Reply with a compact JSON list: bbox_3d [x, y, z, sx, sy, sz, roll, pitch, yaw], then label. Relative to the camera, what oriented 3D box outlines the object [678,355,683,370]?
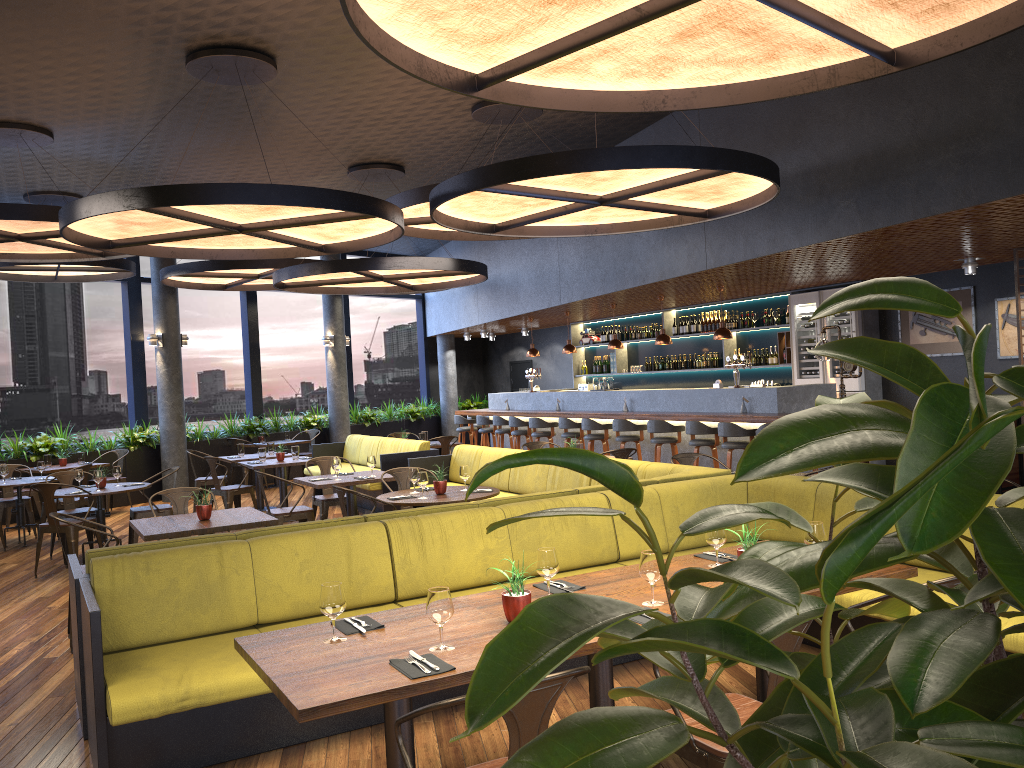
[{"bbox_3d":[2.829,-0.364,14.908,0.063,0.254,0.063,-3,0,33],"label":"object"}]

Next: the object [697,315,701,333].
[{"bbox_3d":[3.085,-0.983,14.597,0.085,0.310,0.086,-3,0,12],"label":"object"}]

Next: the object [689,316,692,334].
[{"bbox_3d":[2.991,-0.980,14.762,0.085,0.310,0.086,-3,0,-18],"label":"object"}]

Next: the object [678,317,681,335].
[{"bbox_3d":[2.851,-0.974,15.013,0.085,0.310,0.086,-3,0,-14],"label":"object"}]

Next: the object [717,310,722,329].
[{"bbox_3d":[3.276,-1.000,14.026,0.084,0.330,0.084,-3,0,-22],"label":"object"}]

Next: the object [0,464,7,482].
[{"bbox_3d":[-6.107,1.062,10.641,0.097,0.206,0.097,-3,1,-42],"label":"object"}]

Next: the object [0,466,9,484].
[{"bbox_3d":[-5.891,1.053,10.284,0.097,0.206,0.097,-3,0,29],"label":"object"}]

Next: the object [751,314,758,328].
[{"bbox_3d":[3.650,-0.952,13.354,0.097,0.206,0.097,-3,0,30],"label":"object"}]

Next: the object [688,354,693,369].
[{"bbox_3d":[2.987,-0.372,14.849,0.063,0.254,0.063,-3,0,33],"label":"object"}]

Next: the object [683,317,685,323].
[{"bbox_3d":[2.899,-0.976,14.926,0.085,0.310,0.086,-3,0,-2],"label":"object"}]

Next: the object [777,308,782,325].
[{"bbox_3d":[3.946,-0.990,13.103,0.063,0.254,0.063,-3,0,-21],"label":"object"}]

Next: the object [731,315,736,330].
[{"bbox_3d":[3.431,-0.953,13.746,0.056,0.227,0.056,-3,1,-42],"label":"object"}]

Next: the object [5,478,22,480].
[{"bbox_3d":[-6.081,1.154,10.815,0.157,0.019,0.255,-3,1,-42],"label":"object"}]

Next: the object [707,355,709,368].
[{"bbox_3d":[3.221,-0.367,14.502,0.088,0.224,0.088,-3,0,-34],"label":"object"}]

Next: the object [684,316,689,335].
[{"bbox_3d":[2.895,-0.974,14.741,0.085,0.310,0.086,-3,0,-2],"label":"object"}]

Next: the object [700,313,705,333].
[{"bbox_3d":[3.091,-0.993,14.365,0.084,0.330,0.084,-3,0,-22],"label":"object"}]

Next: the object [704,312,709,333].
[{"bbox_3d":[3.137,-0.995,14.283,0.084,0.330,0.084,-3,0,-22],"label":"object"}]

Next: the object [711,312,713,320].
[{"bbox_3d":[3.230,-1.000,14.295,0.084,0.330,0.084,-3,0,-22],"label":"object"}]

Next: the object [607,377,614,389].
[{"bbox_3d":[1.523,-0.007,13.718,0.105,0.209,0.105,-3,0,6],"label":"object"}]

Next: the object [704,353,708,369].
[{"bbox_3d":[3.125,-0.375,14.314,0.063,0.254,0.063,-3,1,-36],"label":"object"}]

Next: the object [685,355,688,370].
[{"bbox_3d":[2.926,-0.370,14.959,0.063,0.254,0.063,-3,1,-42],"label":"object"}]

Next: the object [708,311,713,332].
[{"bbox_3d":[3.182,-0.996,14.201,0.084,0.330,0.084,-3,0,-22],"label":"object"}]

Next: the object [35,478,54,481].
[{"bbox_3d":[-5.560,1.128,10.554,0.255,0.019,0.157,-3,0,2],"label":"object"}]

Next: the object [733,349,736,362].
[{"bbox_3d":[3.489,-0.405,13.853,0.079,0.281,0.079,-3,0,-25],"label":"object"}]

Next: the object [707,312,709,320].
[{"bbox_3d":[3.186,-0.998,14.379,0.084,0.330,0.084,-3,0,-22],"label":"object"}]

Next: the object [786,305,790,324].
[{"bbox_3d":[4.008,-1.004,12.848,0.079,0.281,0.079,-3,0,-20],"label":"object"}]

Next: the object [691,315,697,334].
[{"bbox_3d":[2.991,-0.978,14.572,0.085,0.310,0.086,-3,0,5],"label":"object"}]

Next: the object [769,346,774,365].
[{"bbox_3d":[3.856,-0.420,13.187,0.079,0.281,0.079,-3,0,35],"label":"object"}]

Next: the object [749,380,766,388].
[{"bbox_3d":[2.987,-0.005,10.797,0.177,0.091,0.091,-3,1,36],"label":"object"}]

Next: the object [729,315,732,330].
[{"bbox_3d":[3.401,-0.952,13.800,0.056,0.227,0.056,-3,1,38],"label":"object"}]

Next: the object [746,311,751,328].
[{"bbox_3d":[3.584,-0.973,13.459,0.063,0.254,0.063,-3,0,33],"label":"object"}]

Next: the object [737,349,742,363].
[{"bbox_3d":[3.534,-0.407,13.772,0.079,0.281,0.079,-3,1,40],"label":"object"}]

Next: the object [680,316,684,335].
[{"bbox_3d":[2.853,-0.973,14.823,0.085,0.310,0.086,-3,0,5],"label":"object"}]

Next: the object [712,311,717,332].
[{"bbox_3d":[3.227,-0.998,14.110,0.084,0.330,0.084,-3,0,-22],"label":"object"}]

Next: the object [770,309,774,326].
[{"bbox_3d":[3.850,-0.985,13.144,0.063,0.254,0.063,-3,0,24],"label":"object"}]

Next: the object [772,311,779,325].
[{"bbox_3d":[3.866,-0.961,12.995,0.097,0.206,0.097,-3,0,30],"label":"object"}]

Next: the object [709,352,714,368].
[{"bbox_3d":[3.200,-0.379,14.228,0.063,0.254,0.063,-3,0,-22],"label":"object"}]

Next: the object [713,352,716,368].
[{"bbox_3d":[3.290,-0.385,14.387,0.063,0.254,0.063,-3,0,-2],"label":"object"}]

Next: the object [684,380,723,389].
[{"bbox_3d":[2.475,0.008,11.769,0.200,0.106,0.766,-3,0,-29],"label":"object"}]

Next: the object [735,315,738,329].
[{"bbox_3d":[3.484,-0.956,13.776,0.056,0.227,0.056,-3,0,-27],"label":"object"}]

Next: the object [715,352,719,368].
[{"bbox_3d":[3.298,-0.384,14.271,0.063,0.254,0.063,-3,0,33],"label":"object"}]

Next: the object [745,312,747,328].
[{"bbox_3d":[3.609,-0.976,13.606,0.063,0.254,0.063,-3,0,23],"label":"object"}]

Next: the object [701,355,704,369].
[{"bbox_3d":[3.121,-0.361,14.448,0.088,0.224,0.088,-3,0,-14],"label":"object"}]

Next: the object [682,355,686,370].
[{"bbox_3d":[2.877,-0.366,14.819,0.063,0.254,0.063,-3,0,8],"label":"object"}]

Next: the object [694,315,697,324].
[{"bbox_3d":[3.041,-0.982,14.682,0.085,0.310,0.086,-3,0,-2],"label":"object"}]

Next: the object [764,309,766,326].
[{"bbox_3d":[3.777,-0.981,13.195,0.063,0.254,0.063,-3,0,13],"label":"object"}]

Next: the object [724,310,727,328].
[{"bbox_3d":[3.398,-1.007,14.063,0.084,0.330,0.084,-3,0,-22],"label":"object"}]

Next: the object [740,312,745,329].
[{"bbox_3d":[3.519,-0.970,13.563,0.063,0.254,0.063,-3,0,-32],"label":"object"}]

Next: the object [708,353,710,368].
[{"bbox_3d":[3.209,-0.380,14.362,0.063,0.254,0.063,-3,0,-1],"label":"object"}]

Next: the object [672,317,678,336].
[{"bbox_3d":[2.755,-0.969,14.993,0.085,0.310,0.086,-3,0,-2],"label":"object"}]

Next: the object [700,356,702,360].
[{"bbox_3d":[3.129,-0.354,14.662,0.097,0.206,0.097,-3,0,2],"label":"object"}]

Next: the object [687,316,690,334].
[{"bbox_3d":[2.947,-0.978,14.848,0.085,0.310,0.086,-3,0,12],"label":"object"}]

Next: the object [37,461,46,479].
[{"bbox_3d":[-5.673,1.039,10.689,0.097,0.206,0.097,-3,0,-24],"label":"object"}]

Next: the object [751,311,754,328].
[{"bbox_3d":[3.666,-0.978,13.506,0.063,0.254,0.063,-3,1,-42],"label":"object"}]

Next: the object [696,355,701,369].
[{"bbox_3d":[3.069,-0.359,14.542,0.088,0.224,0.088,-3,0,31],"label":"object"}]

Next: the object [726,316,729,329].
[{"bbox_3d":[3.372,-0.951,13.853,0.056,0.227,0.056,-3,0,23],"label":"object"}]

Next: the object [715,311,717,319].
[{"bbox_3d":[3.277,-1.001,14.213,0.084,0.330,0.084,-3,0,-22],"label":"object"}]

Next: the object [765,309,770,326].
[{"bbox_3d":[3.769,-0.980,13.083,0.063,0.254,0.063,-3,0,-1],"label":"object"}]

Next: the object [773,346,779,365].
[{"bbox_3d":[3.901,-0.422,13.104,0.079,0.281,0.079,-3,1,-35],"label":"object"}]

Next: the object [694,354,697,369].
[{"bbox_3d":[3.051,-0.374,14.749,0.063,0.254,0.063,-3,0,19],"label":"object"}]
